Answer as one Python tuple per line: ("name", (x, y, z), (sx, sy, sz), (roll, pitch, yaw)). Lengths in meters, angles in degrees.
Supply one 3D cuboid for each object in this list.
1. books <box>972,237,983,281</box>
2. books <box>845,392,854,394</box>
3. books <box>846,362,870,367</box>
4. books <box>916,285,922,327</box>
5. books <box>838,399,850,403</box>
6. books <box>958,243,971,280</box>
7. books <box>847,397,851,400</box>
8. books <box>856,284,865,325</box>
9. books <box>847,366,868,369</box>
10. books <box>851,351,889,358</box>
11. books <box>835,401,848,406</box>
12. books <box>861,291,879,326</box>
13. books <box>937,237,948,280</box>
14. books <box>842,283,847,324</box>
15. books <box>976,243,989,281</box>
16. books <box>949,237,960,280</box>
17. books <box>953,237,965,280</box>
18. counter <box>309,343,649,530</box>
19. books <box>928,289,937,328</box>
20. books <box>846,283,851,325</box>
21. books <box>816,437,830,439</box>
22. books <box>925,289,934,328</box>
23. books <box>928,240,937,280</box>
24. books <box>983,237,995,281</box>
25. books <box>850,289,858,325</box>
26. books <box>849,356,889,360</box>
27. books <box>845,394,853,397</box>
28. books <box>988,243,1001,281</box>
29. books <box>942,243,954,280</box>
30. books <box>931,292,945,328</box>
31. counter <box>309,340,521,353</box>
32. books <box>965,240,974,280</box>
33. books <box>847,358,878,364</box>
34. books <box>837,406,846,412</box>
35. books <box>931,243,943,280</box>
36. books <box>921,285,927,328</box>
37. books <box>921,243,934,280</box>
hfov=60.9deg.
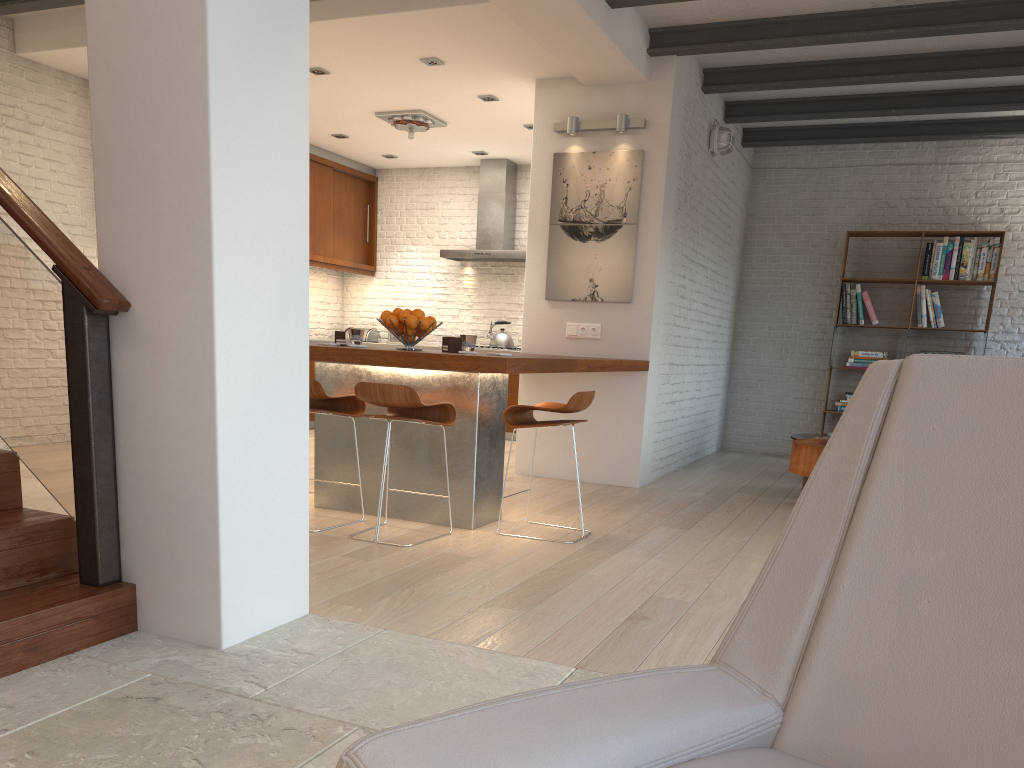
("books", (4.243, -1.128, 7.964), (0.036, 0.395, 0.238), (9, 11, 24))
("books", (3.415, 0.097, 8.564), (0.250, 0.017, 0.159), (4, 3, 23))
("books", (3.450, -0.183, 8.481), (0.377, 0.037, 0.239), (4, 3, 18))
("books", (3.843, -0.724, 8.231), (0.100, 0.395, 0.238), (8, 11, 23))
("books", (3.405, 0.176, 8.573), (0.378, 0.019, 0.239), (4, 3, 16))
("books", (4.140, -1.107, 7.996), (0.055, 0.339, 0.249), (8, 10, 24))
("books", (3.414, 0.149, 8.589), (0.204, 0.035, 0.130), (4, 3, 23))
("books", (3.363, -0.759, 8.411), (0.120, 0.392, 0.238), (8, 11, 23))
("books", (3.459, -0.153, 8.489), (0.353, 0.021, 0.267), (4, 3, 23))
("books", (3.475, -0.286, 8.461), (0.324, 0.057, 0.250), (4, 3, 25))
("books", (3.393, 0.202, 8.594), (0.377, 0.037, 0.240), (4, 3, 23))
("books", (3.455, -0.722, 8.404), (0.193, 0.328, 0.249), (7, 10, 23))
("books", (3.983, -1.147, 8.067), (0.036, 0.395, 0.238), (9, 11, 24))
("books", (3.232, -0.770, 8.469), (0.090, 0.396, 0.238), (8, 11, 23))
("books", (4.282, -1.097, 7.948), (0.055, 0.339, 0.249), (8, 10, 24))
("books", (4.067, -1.141, 8.027), (0.036, 0.395, 0.238), (9, 11, 24))
("books", (4.105, -1.139, 8.022), (0.036, 0.395, 0.238), (9, 11, 24))
("counter", (-0.315, 0.266, 5.511), (1.673, 0.945, 2.453), (5, 4, 23))
("books", (3.943, -0.699, 8.188), (0.123, 0.359, 0.266), (8, 10, 23))
("books", (3.270, -0.768, 8.462), (0.090, 0.396, 0.238), (8, 11, 23))
("books", (2.405, 0.416, 6.432), (0.314, 0.011, 0.249), (5, 3, 36))
("books", (3.920, -0.700, 8.188), (0.123, 0.359, 0.266), (8, 10, 23))
("books", (3.909, -1.140, 8.115), (0.020, 0.369, 0.266), (9, 11, 24))
("books", (4.329, -1.122, 7.928), (0.036, 0.395, 0.238), (9, 11, 24))
("books", (3.323, -0.740, 8.466), (0.101, 0.344, 0.249), (8, 10, 23))
("books", (3.467, -0.248, 8.475), (0.353, 0.021, 0.267), (4, 3, 21))
("books", (3.413, 0.122, 8.592), (0.235, 0.019, 0.167), (4, 3, 16))
("books", (4.379, -1.091, 7.931), (0.055, 0.339, 0.249), (8, 10, 24))
("books", (4.030, -1.117, 8.069), (0.055, 0.339, 0.249), (8, 10, 24))
("books", (3.981, -0.686, 8.159), (0.157, 0.339, 0.249), (8, 10, 23))
("counter", (-1.074, -0.329, 8.202), (3.496, 0.072, 3.275), (4, 3, 23))
("books", (4.182, -1.119, 7.992), (0.020, 0.369, 0.266), (9, 11, 24))
("books", (3.459, -0.219, 8.462), (0.378, 0.037, 0.239), (4, 3, 17))
("books", (3.406, 0.250, 8.589), (0.322, 0.057, 0.251), (5, 4, 33))
("books", (3.937, -1.123, 8.088), (0.055, 0.339, 0.249), (8, 10, 24))
("books", (3.868, -0.720, 8.196), (0.102, 0.395, 0.238), (8, 11, 23))
("books", (3.873, -1.128, 8.134), (0.055, 0.339, 0.249), (8, 10, 24))
